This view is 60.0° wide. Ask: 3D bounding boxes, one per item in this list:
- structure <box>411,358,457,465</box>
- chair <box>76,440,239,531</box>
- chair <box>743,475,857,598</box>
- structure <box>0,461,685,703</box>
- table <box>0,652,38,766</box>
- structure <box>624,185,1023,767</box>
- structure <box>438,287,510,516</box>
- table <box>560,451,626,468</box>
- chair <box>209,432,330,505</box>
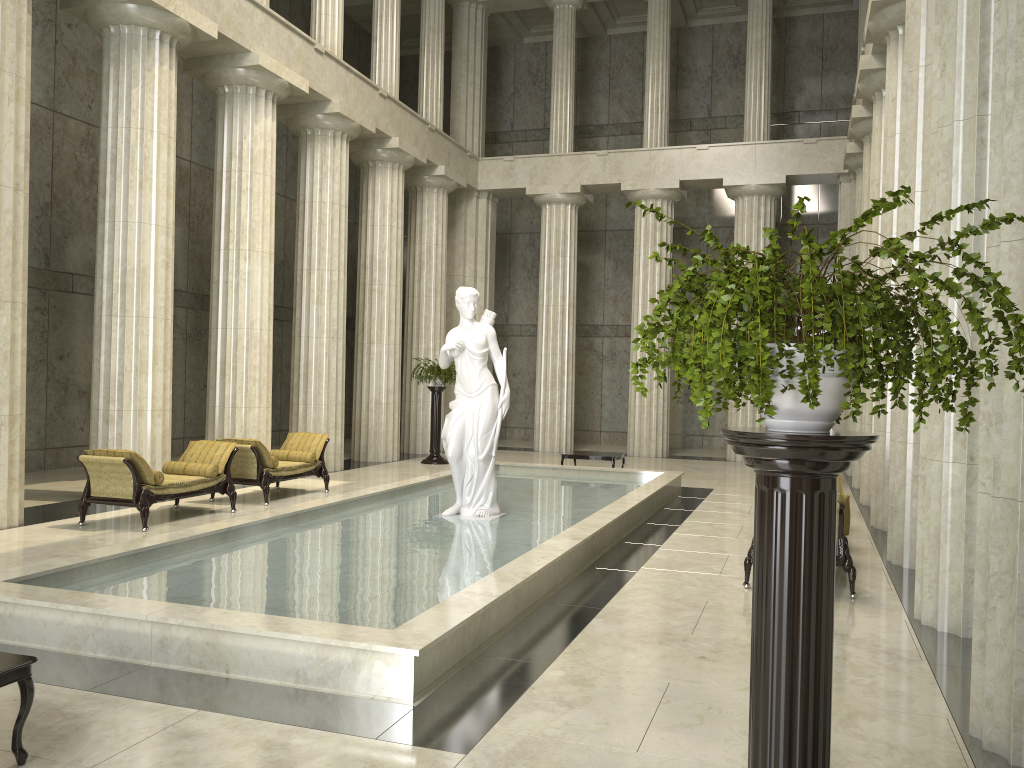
[{"bbox_3d":[-1.697,0.586,19.905,1.159,2.386,1.053,1,0,13],"label":"structure"},{"bbox_3d":[-4.465,1.245,11.346,0.993,0.950,2.172,1,0,18],"label":"chair"},{"bbox_3d":[2.896,1.436,8.904,0.993,0.950,2.172,1,0,18],"label":"chair"},{"bbox_3d":[-0.493,1.753,11.095,3.754,0.508,11.573,1,0,18],"label":"structure"},{"bbox_3d":[-2.915,1.522,3.854,1.134,0.494,1.123,1,0,17],"label":"table"},{"bbox_3d":[0.835,0.673,2.588,1.053,2.386,1.159,1,0,-42],"label":"structure"},{"bbox_3d":[-0.488,0.300,11.076,0.940,3.044,0.729,1,0,13],"label":"structure"},{"bbox_3d":[1.607,1.620,17.493,1.134,0.494,1.123,1,0,17],"label":"table"},{"bbox_3d":[-3.688,1.262,13.688,0.993,0.950,2.172,1,0,18],"label":"chair"}]
